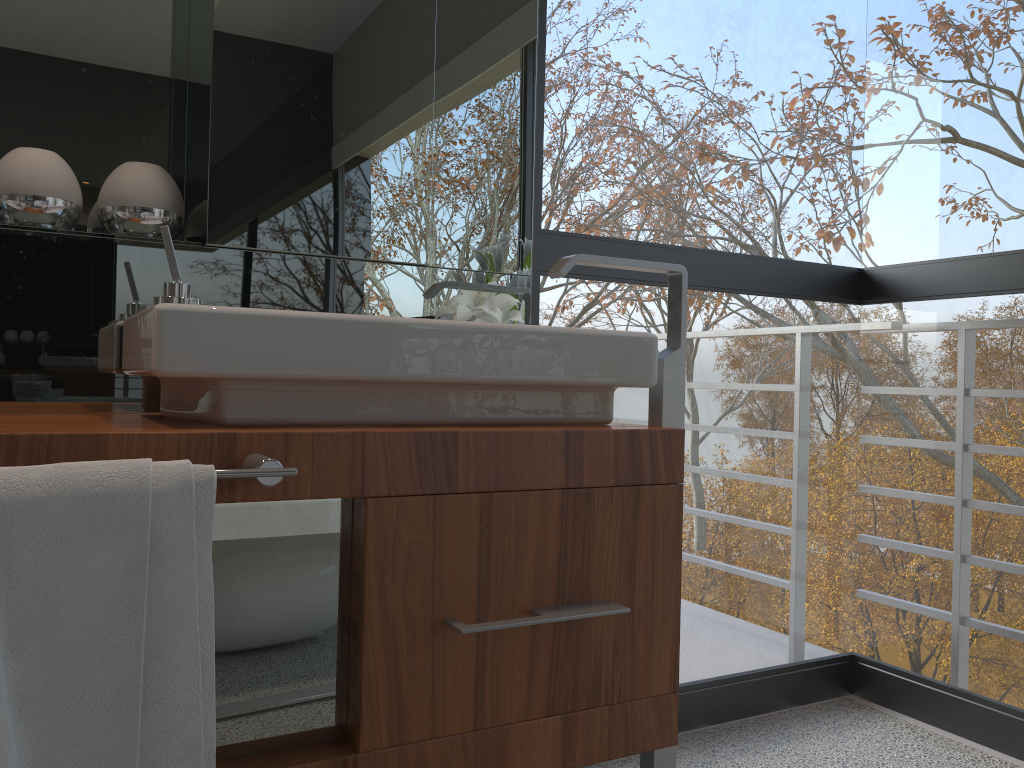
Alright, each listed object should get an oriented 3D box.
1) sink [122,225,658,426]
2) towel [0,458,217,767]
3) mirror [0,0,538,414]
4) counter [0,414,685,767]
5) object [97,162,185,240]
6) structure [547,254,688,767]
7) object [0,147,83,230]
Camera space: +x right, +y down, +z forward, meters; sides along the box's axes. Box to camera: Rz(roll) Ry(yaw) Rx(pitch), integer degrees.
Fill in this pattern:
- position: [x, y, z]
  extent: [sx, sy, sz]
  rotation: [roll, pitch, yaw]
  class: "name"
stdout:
- position: [-0.177, -0.076, 1.373]
  extent: [0.750, 0.266, 0.352]
  rotation: [1, 0, -29]
  class: "sink"
- position: [-0.440, 0.259, 0.860]
  extent: [0.302, 0.368, 0.079]
  rotation: [1, 0, -29]
  class: "towel"
- position: [-0.781, -0.755, 1.416]
  extent: [1.790, 1.618, 0.253]
  rotation: [1, 0, -29]
  class: "mirror"
- position: [-0.641, 0.399, 1.058]
  extent: [1.848, 0.704, 0.525]
  rotation: [1, 0, -29]
  class: "counter"
- position: [-0.622, -0.301, 1.490]
  extent: [0.136, 0.131, 0.136]
  rotation: [1, 0, 13]
  class: "object"
- position: [0.189, 0.279, 1.545]
  extent: [0.303, 0.989, 0.069]
  rotation: [2, 0, -29]
  class: "structure"
- position: [-0.759, -0.304, 1.413]
  extent: [0.136, 0.131, 0.136]
  rotation: [1, 0, 13]
  class: "object"
